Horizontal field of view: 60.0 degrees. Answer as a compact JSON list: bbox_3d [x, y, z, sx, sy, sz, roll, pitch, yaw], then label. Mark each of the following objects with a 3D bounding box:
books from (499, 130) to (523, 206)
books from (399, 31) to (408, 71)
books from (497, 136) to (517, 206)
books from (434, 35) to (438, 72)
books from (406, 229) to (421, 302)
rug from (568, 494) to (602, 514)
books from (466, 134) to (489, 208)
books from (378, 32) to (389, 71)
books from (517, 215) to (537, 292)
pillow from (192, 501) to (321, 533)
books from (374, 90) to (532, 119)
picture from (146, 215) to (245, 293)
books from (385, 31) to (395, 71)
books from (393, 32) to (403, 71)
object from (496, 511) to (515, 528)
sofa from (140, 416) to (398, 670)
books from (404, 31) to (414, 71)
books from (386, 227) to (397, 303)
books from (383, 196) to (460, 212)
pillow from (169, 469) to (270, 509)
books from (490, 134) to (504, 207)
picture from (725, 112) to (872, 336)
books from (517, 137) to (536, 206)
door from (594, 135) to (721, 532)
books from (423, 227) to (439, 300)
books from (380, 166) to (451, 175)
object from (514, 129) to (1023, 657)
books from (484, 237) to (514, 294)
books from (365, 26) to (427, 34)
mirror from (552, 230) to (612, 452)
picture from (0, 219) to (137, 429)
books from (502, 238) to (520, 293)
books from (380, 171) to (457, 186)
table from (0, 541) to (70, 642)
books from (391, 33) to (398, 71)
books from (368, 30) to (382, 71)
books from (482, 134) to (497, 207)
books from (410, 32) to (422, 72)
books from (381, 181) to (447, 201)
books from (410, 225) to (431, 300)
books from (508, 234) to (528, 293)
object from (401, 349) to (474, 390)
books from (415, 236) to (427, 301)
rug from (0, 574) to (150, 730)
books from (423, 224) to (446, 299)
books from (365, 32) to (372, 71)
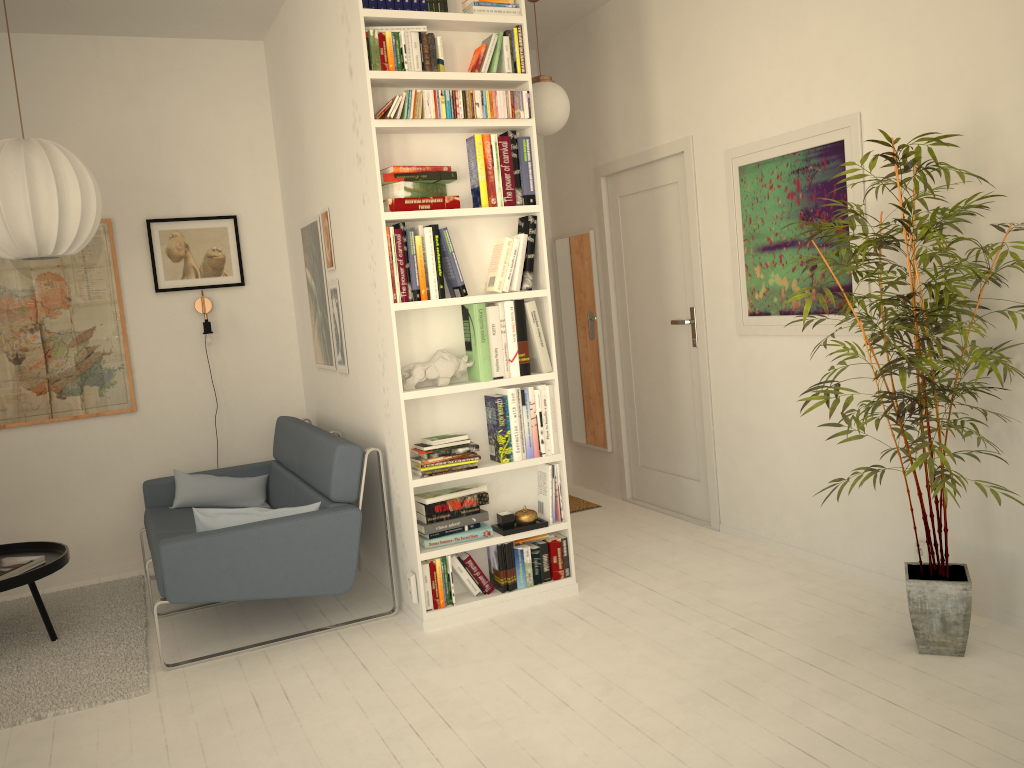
[{"bbox_3d":[-0.015,-0.909,3.801,0.039,0.317,0.161,-8,6,-24],"label":"books"},{"bbox_3d":[-0.463,-1.306,3.563,0.012,0.155,0.208,-8,6,-24],"label":"books"},{"bbox_3d":[-0.055,-0.891,3.783,0.059,0.291,0.182,-8,6,-24],"label":"books"},{"bbox_3d":[-0.339,-1.326,3.624,0.016,0.158,0.146,-8,6,-24],"label":"books"},{"bbox_3d":[-0.431,-0.480,3.628,0.030,0.289,0.200,-8,6,-24],"label":"books"},{"bbox_3d":[0.003,0.788,5.430,0.941,0.002,0.553,-8,6,-24],"label":"rug"},{"bbox_3d":[-0.164,-0.885,3.753,0.032,0.300,0.200,-8,6,-24],"label":"books"},{"bbox_3d":[-0.540,-1.294,3.534,0.030,0.149,0.202,-8,6,-24],"label":"books"},{"bbox_3d":[0.045,-0.561,3.846,0.092,0.318,0.179,-8,6,-24],"label":"books"},{"bbox_3d":[-1.046,0.624,3.633,0.534,0.353,0.141,-8,6,-25],"label":"pillow"},{"bbox_3d":[-0.281,-1.127,3.674,0.665,0.110,0.278,-8,6,-24],"label":"books"},{"bbox_3d":[-1.770,-0.732,4.975,0.481,0.402,0.015,-8,6,-24],"label":"picture"},{"bbox_3d":[-0.513,-1.299,3.540,0.023,0.152,0.199,-8,6,-24],"label":"books"},{"bbox_3d":[-0.486,-1.307,3.570,0.024,0.155,0.188,-8,6,-24],"label":"books"},{"bbox_3d":[-0.027,0.586,3.834,0.058,0.055,0.058,-8,6,-24],"label":"object"},{"bbox_3d":[-1.257,0.637,4.249,0.964,0.772,1.603,-8,6,-24],"label":"sofa"},{"bbox_3d":[-0.451,-1.312,3.587,0.028,0.159,0.223,-8,6,-24],"label":"books"},{"bbox_3d":[-0.523,-0.475,3.602,0.021,0.301,0.222,-8,6,-24],"label":"books"},{"bbox_3d":[-0.388,-0.725,3.633,0.301,0.056,0.202,-8,6,-24],"label":"books"},{"bbox_3d":[-1.575,0.565,4.793,0.540,0.277,0.157,-8,6,-23],"label":"pillow"},{"bbox_3d":[-0.098,-0.890,3.771,0.029,0.301,0.185,-8,6,-24],"label":"books"},{"bbox_3d":[1.224,-0.650,3.876,0.012,0.876,0.822,-8,6,-24],"label":"picture"},{"bbox_3d":[0.030,-0.901,3.820,0.054,0.289,0.179,-8,6,-24],"label":"books"},{"bbox_3d":[0.843,-0.270,4.987,0.166,2.032,0.955,-8,6,-24],"label":"door"},{"bbox_3d":[-0.361,-0.490,3.656,0.032,0.290,0.189,-8,6,-24],"label":"books"},{"bbox_3d":[-0.414,-0.863,3.629,0.266,0.026,0.203,-9,7,-35],"label":"books"},{"bbox_3d":[0.941,0.054,3.318,0.778,1.710,2.088,-10,8,-43],"label":"object"},{"bbox_3d":[-0.061,-0.502,3.775,0.115,0.232,0.133,-8,6,-24],"label":"books"},{"bbox_3d":[-0.484,-1.398,3.564,0.255,0.022,0.189,-7,6,-14],"label":"books"},{"bbox_3d":[0.445,-0.270,5.683,0.029,1.369,0.500,-8,6,-24],"label":"mirror"},{"bbox_3d":[-2.494,-0.318,4.663,0.838,1.052,0.012,-8,6,-24],"label":"picture"},{"bbox_3d":[-0.031,-0.504,3.797,0.106,0.225,0.138,-8,6,-24],"label":"books"},{"bbox_3d":[-0.408,-0.835,3.643,0.314,0.035,0.205,-8,6,-24],"label":"books"},{"bbox_3d":[-2.292,0.971,3.793,0.761,0.385,0.761,-6,6,-8],"label":"table"},{"bbox_3d":[-0.503,-1.301,3.561,0.013,0.149,0.208,-8,6,-24],"label":"books"},{"bbox_3d":[-0.568,-1.294,3.518,0.034,0.162,0.197,-8,6,-24],"label":"books"},{"bbox_3d":[-0.130,-0.887,3.762,0.039,0.301,0.199,-8,6,-24],"label":"books"},{"bbox_3d":[-0.419,-1.313,3.593,0.035,0.158,0.200,-8,6,-24],"label":"books"},{"bbox_3d":[-0.399,-0.783,3.635,0.128,0.064,0.269,-1,7,36],"label":"books"},{"bbox_3d":[-0.391,-0.491,3.657,0.020,0.304,0.193,-8,6,-24],"label":"books"},{"bbox_3d":[-0.002,-0.518,3.835,0.092,0.244,0.197,-8,6,-24],"label":"books"},{"bbox_3d":[-0.309,-0.067,3.671,0.311,0.150,0.137,-7,6,-16],"label":"object"},{"bbox_3d":[-0.402,-0.467,3.635,0.024,0.260,0.199,-8,6,-24],"label":"books"},{"bbox_3d":[-2.263,1.164,3.770,1.304,0.012,1.661,-8,6,-22],"label":"rug"},{"bbox_3d":[-0.329,-0.500,3.662,0.033,0.306,0.150,-8,6,-24],"label":"books"},{"bbox_3d":[-0.603,-1.290,3.529,0.019,0.156,0.205,-8,6,-24],"label":"books"}]
